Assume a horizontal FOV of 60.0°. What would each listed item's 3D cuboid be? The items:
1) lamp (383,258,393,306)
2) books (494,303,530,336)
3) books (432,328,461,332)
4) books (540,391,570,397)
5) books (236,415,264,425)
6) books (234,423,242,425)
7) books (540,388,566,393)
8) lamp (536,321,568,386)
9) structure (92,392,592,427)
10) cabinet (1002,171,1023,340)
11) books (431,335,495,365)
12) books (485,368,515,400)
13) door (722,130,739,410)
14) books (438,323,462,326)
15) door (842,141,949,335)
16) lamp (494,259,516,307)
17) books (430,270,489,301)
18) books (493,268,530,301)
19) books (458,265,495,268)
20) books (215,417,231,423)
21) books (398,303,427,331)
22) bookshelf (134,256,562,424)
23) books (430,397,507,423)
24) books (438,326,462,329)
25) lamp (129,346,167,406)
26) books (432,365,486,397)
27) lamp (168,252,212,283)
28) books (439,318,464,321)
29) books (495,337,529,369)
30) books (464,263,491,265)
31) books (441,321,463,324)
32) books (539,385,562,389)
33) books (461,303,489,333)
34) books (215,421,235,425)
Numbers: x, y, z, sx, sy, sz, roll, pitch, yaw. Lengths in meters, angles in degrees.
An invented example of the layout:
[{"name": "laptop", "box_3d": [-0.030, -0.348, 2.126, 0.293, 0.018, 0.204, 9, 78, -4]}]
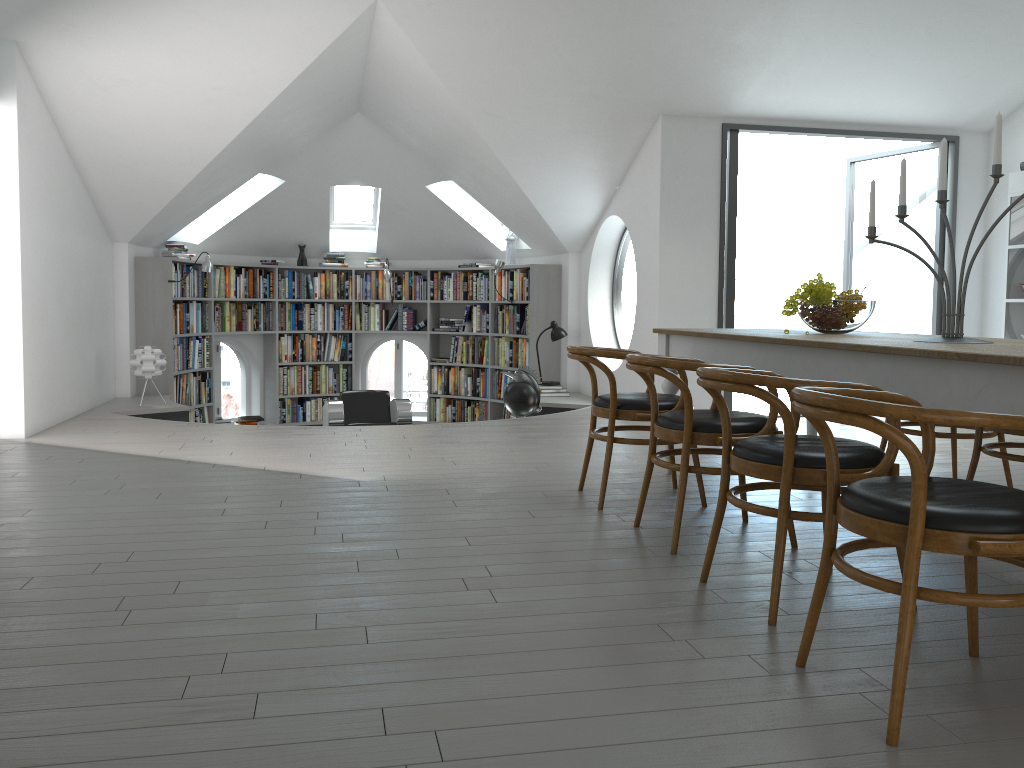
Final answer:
[{"name": "lamp", "box_3d": [-1.504, -1.235, 10.749, 0.113, 0.565, 0.358, 0, 4, -5]}, {"name": "books", "box_3d": [0.119, -0.734, 10.039, 0.279, 0.357, 1.054, -1, 5, -26]}, {"name": "books", "box_3d": [-0.719, -0.667, 10.916, 0.388, 0.042, 0.366, 3, 6, 28]}, {"name": "books", "box_3d": [0.368, 0.092, 9.110, 0.365, 0.042, 0.389, -1, 5, -12]}, {"name": "books", "box_3d": [-3.080, 0.437, 10.443, 0.318, 0.099, 0.292, 0, 5, -10]}, {"name": "books", "box_3d": [-3.373, 0.481, 10.207, 0.388, 0.042, 0.366, 6, 7, 44]}, {"name": "books", "box_3d": [0.368, 0.056, 9.108, 0.286, 0.034, 0.305, -1, 5, -22]}, {"name": "lamp", "box_3d": [0.408, -0.319, 9.087, 0.322, 0.659, 0.234, 1, 4, 4]}, {"name": "structure", "box_3d": [-1.529, 0.461, 8.905, 4.712, 0.692, 4.715, 4, 6, 33]}, {"name": "cabinet", "box_3d": [4.136, -0.639, 6.752, 0.361, 1.986, 0.643, 0, 4, -12]}, {"name": "books", "box_3d": [-0.522, -0.420, 10.738, 0.974, 0.351, 0.252, 3, 5, 31]}, {"name": "books", "box_3d": [0.075, 0.024, 10.135, 0.304, 0.358, 1.186, -2, 5, -31]}, {"name": "door", "box_3d": [1.698, -0.949, 7.818, 0.080, 2.342, 1.053, 0, 4, -12]}, {"name": "books", "box_3d": [-0.719, -0.731, 10.913, 0.286, 0.031, 0.269, 5, 6, 38]}, {"name": "door", "box_3d": [3.488, -0.964, 8.166, 0.080, 2.342, 1.053, -1, 4, -27]}, {"name": "lamp", "box_3d": [-0.066, -1.126, 9.905, 0.275, 0.524, 0.112, -1, 4, -21]}, {"name": "books", "box_3d": [-0.566, -1.191, 10.739, 0.970, 0.367, 0.306, 4, 5, 32]}, {"name": "books", "box_3d": [0.118, -1.119, 10.027, 0.293, 0.361, 1.015, -2, 5, -29]}, {"name": "books", "box_3d": [-0.418, -1.414, 10.704, 0.336, 0.036, 0.317, 5, 7, 41]}, {"name": "books", "box_3d": [-3.372, 0.416, 10.203, 0.213, 0.036, 0.227, -3, 6, -35]}, {"name": "books", "box_3d": [-1.195, -0.827, 11.001, 0.399, 0.340, 0.224, 1, 4, 8]}, {"name": "bookshelf", "box_3d": [-1.803, -0.426, 10.207, 4.333, 1.877, 2.113, 0, 4, -12]}, {"name": "books", "box_3d": [-0.387, 0.339, 10.641, 1.498, 0.310, 0.360, 5, 6, 40]}, {"name": "books", "box_3d": [-0.719, -0.700, 10.915, 0.286, 0.031, 0.269, 3, 6, 23]}, {"name": "lamp", "box_3d": [-3.251, -0.076, 7.921, 0.305, 0.524, 0.306, -1, 4, -23]}, {"name": "books", "box_3d": [-0.594, -0.044, 10.813, 0.872, 0.350, 0.272, 3, 5, 30]}, {"name": "lamp", "box_3d": [-3.209, -1.167, 8.851, 0.414, 0.311, 0.117, -1, 4, -15]}, {"name": "books", "box_3d": [-0.718, -0.794, 10.909, 0.269, 0.031, 0.286, -3, 6, -32]}, {"name": "books", "box_3d": [0.124, -0.351, 10.059, 0.275, 0.347, 1.022, -1, 5, -27]}, {"name": "books", "box_3d": [-0.418, -1.442, 10.702, 0.233, 0.027, 0.248, -4, 7, -39]}, {"name": "books", "box_3d": [-0.719, -0.762, 10.911, 0.227, 0.036, 0.214, 4, 6, 38]}, {"name": "books", "box_3d": [0.368, 0.023, 9.106, 0.269, 0.031, 0.286, 0, 5, -2]}, {"name": "books", "box_3d": [-0.337, -0.791, 10.638, 0.553, 0.350, 0.256, 4, 5, 35]}, {"name": "books", "box_3d": [-3.373, 0.447, 10.205, 0.269, 0.031, 0.286, -3, 6, -35]}]
